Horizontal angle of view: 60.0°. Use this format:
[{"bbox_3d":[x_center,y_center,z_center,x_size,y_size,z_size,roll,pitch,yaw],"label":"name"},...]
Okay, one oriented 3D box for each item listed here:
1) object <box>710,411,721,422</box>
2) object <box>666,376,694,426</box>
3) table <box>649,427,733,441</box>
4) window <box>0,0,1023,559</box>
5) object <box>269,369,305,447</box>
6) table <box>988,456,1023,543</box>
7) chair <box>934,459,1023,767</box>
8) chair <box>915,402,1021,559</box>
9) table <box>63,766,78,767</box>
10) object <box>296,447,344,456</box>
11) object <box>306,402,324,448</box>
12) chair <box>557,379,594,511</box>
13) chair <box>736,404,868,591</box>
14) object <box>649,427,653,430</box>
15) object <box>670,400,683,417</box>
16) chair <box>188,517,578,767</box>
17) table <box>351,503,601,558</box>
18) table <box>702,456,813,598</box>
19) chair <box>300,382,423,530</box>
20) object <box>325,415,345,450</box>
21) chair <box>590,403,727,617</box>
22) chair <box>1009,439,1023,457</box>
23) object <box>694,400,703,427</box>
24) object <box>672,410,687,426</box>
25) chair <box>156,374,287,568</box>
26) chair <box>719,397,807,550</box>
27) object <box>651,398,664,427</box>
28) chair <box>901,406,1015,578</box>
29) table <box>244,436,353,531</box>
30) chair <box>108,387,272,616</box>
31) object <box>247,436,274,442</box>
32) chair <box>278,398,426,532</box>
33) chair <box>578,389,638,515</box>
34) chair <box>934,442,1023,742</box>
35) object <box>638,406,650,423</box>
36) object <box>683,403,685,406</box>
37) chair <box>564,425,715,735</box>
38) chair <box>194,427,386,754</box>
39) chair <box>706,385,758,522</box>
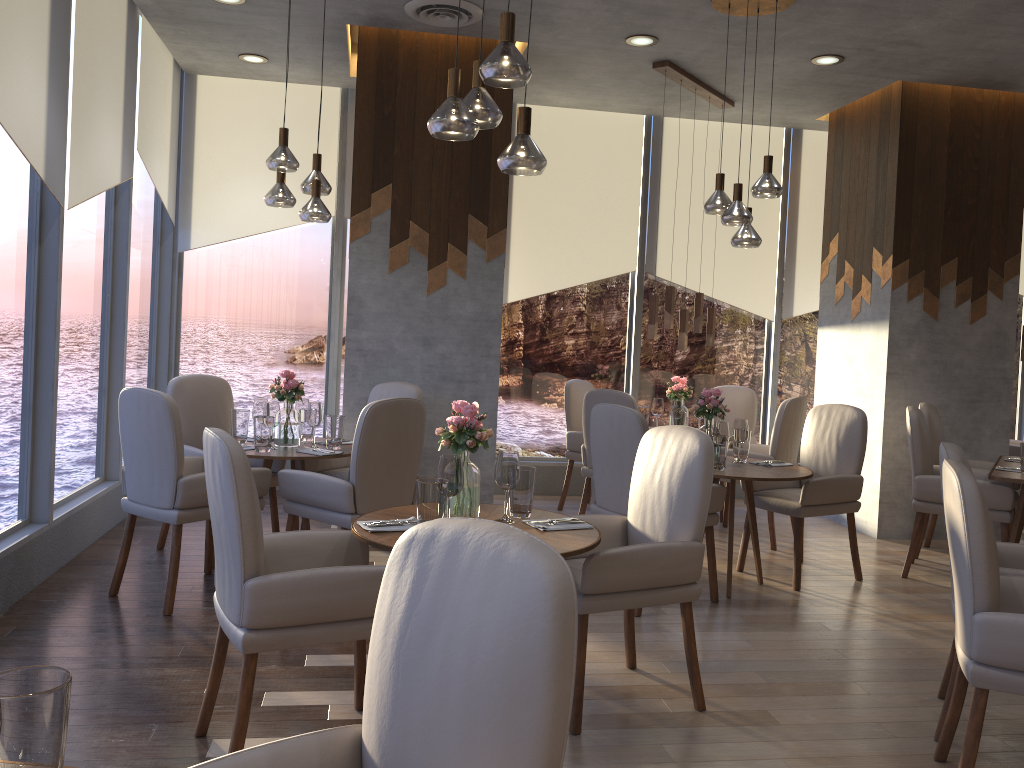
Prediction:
[{"bbox_3d":[1.472,0.282,6.440,0.102,0.178,0.102,3,2,-7],"label":"object"},{"bbox_3d":[1.223,0.148,6.498,0.210,0.415,0.198,3,2,3],"label":"object"},{"bbox_3d":[1.196,0.687,6.479,0.834,0.661,0.834,3,2,11],"label":"table"},{"bbox_3d":[0.560,-0.757,4.552,8.069,3.196,16.120,5,4,36],"label":"window"},{"bbox_3d":[-1.212,0.126,4.764,0.198,0.415,0.210,4,2,28],"label":"object"},{"bbox_3d":[3.350,0.857,5.181,0.965,0.665,1.307,4,3,31],"label":"table"},{"bbox_3d":[1.557,0.746,2.577,0.600,0.999,0.528,3,2,22],"label":"chair"},{"bbox_3d":[2.948,0.642,5.754,0.600,0.999,0.528,4,2,34],"label":"chair"},{"bbox_3d":[-0.704,0.898,0.864,0.833,0.661,0.835,2,2,-10],"label":"table"},{"bbox_3d":[-1.008,0.343,4.583,0.255,0.019,0.157,5,4,37],"label":"object"},{"bbox_3d":[-1.056,0.220,4.738,0.092,0.244,0.092,2,2,-28],"label":"object"},{"bbox_3d":[0.709,0.480,6.796,0.600,0.999,0.528,4,2,34],"label":"chair"},{"bbox_3d":[1.703,0.615,5.147,0.599,0.999,0.529,2,2,-32],"label":"chair"},{"bbox_3d":[0.999,0.327,6.661,0.255,0.019,0.157,5,4,33],"label":"object"},{"bbox_3d":[1.171,0.240,6.329,0.092,0.244,0.092,2,2,-35],"label":"object"},{"bbox_3d":[-0.247,0.730,1.272,0.529,0.999,0.599,4,2,44],"label":"chair"},{"bbox_3d":[-0.133,0.811,2.993,0.835,0.661,0.833,5,3,40],"label":"table"},{"bbox_3d":[1.187,0.775,4.837,0.833,0.661,0.835,1,3,-35],"label":"table"},{"bbox_3d":[-0.863,0.491,5.190,0.529,0.999,0.599,4,2,35],"label":"chair"},{"bbox_3d":[-0.949,0.258,4.739,0.102,0.178,0.102,1,2,-37],"label":"object"},{"bbox_3d":[0.712,0.600,4.543,0.599,0.999,0.529,2,2,-33],"label":"chair"},{"bbox_3d":[4.115,0.605,7.473,0.600,0.999,0.528,4,2,33],"label":"chair"},{"bbox_3d":[1.364,0.244,6.441,0.092,0.244,0.092,4,2,40],"label":"object"},{"bbox_3d":[1.172,0.279,6.221,0.102,0.178,0.102,2,2,-29],"label":"object"},{"bbox_3d":[-1.663,0.460,5.064,0.600,0.999,0.528,4,2,38],"label":"chair"},{"bbox_3d":[1.667,0.563,6.082,0.600,0.999,0.528,4,2,37],"label":"chair"},{"bbox_3d":[1.067,0.226,6.505,0.092,0.244,0.092,2,2,-32],"label":"object"},{"bbox_3d":[2.647,0.653,5.274,0.600,0.999,0.528,4,2,29],"label":"chair"},{"bbox_3d":[-1.222,0.663,4.786,0.833,0.661,0.835,2,3,-23],"label":"table"},{"bbox_3d":[-1.544,0.509,4.249,0.529,0.999,0.599,4,2,34],"label":"chair"},{"bbox_3d":[-1.425,0.303,4.958,0.255,0.019,0.157,5,4,35],"label":"object"},{"bbox_3d":[-0.767,0.542,4.329,0.600,0.999,0.528,4,2,38],"label":"chair"},{"bbox_3d":[0.775,0.528,5.958,0.529,0.999,0.599,4,2,40],"label":"chair"},{"bbox_3d":[1.795,0.730,3.090,0.600,0.999,0.528,4,2,27],"label":"chair"},{"bbox_3d":[0.957,0.254,6.499,0.102,0.178,0.102,4,2,29],"label":"object"},{"bbox_3d":[1.244,0.228,6.635,0.092,0.244,0.092,3,1,-1],"label":"object"},{"bbox_3d":[0.386,0.654,3.252,0.599,0.999,0.529,2,2,-28],"label":"chair"},{"bbox_3d":[-0.649,0.633,2.726,0.599,0.999,0.529,2,2,-29],"label":"chair"},{"bbox_3d":[1.604,0.514,6.948,0.529,0.999,0.599,4,2,38],"label":"chair"}]
